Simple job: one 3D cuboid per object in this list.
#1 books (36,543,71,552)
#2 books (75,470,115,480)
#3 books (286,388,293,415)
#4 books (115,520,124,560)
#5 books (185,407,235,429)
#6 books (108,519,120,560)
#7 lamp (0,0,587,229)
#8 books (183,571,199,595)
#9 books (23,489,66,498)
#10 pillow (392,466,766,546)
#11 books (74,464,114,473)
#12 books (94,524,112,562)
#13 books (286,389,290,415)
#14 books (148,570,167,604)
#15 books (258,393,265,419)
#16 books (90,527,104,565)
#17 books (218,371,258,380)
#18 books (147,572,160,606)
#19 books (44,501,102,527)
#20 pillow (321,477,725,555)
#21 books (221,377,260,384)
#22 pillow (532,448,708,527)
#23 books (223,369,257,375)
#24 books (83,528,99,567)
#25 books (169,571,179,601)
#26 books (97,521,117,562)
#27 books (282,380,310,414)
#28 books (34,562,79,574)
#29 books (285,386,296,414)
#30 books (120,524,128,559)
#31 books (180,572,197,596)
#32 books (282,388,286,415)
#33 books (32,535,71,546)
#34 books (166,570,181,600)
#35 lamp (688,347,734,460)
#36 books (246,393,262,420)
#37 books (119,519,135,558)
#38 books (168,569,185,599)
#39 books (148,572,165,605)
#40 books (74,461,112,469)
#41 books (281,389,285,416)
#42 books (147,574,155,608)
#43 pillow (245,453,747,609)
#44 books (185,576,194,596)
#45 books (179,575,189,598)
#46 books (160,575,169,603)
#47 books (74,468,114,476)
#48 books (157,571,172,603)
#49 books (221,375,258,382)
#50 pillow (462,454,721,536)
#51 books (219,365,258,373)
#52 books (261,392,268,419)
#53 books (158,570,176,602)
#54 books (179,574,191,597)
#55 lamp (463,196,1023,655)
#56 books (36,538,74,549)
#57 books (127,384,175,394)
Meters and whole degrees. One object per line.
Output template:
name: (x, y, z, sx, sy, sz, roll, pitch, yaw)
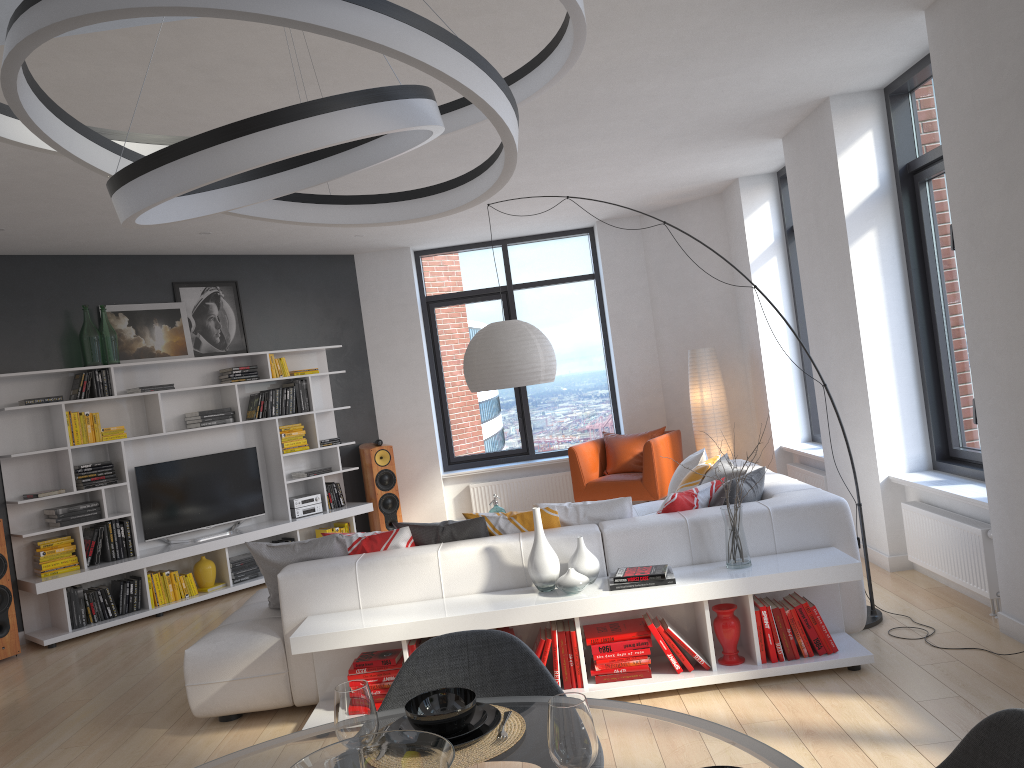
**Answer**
books: (-3.543, 1.256, 6.855, 0.238, 0.023, 0.167, -8, 1, -29)
books: (-3.340, 0.724, 7.074, 0.284, 0.030, 0.214, -8, 1, -36)
books: (-2.120, 0.166, 8.313, 0.084, 0.249, 0.191, -8, 1, -44)
books: (-3.207, 1.253, 7.154, 0.034, 0.315, 0.239, -8, 1, -44)
books: (-2.661, 0.300, 7.817, 0.277, 0.137, 0.343, -7, 1, 41)
books: (-3.229, 1.250, 7.133, 0.026, 0.326, 0.237, -8, 1, -44)
lamp: (-0.652, -2.499, 1.380, 1.000, 4.513, 1.000, -8, 1, 2)
books: (-2.689, 1.664, 7.424, 0.046, 0.193, 0.149, -8, 1, -44)
books: (-3.589, 0.843, 6.808, 0.266, 0.030, 0.209, -7, 1, 39)
pillow: (0.428, 0.807, 4.844, 2.120, 0.436, 0.608, -8, 1, -4)
books: (-3.360, 0.675, 7.092, 0.284, 0.030, 0.214, -8, 1, -36)
books: (-3.267, 1.270, 7.082, 0.028, 0.301, 0.213, -8, 1, -44)
books: (-2.139, 0.171, 8.278, 0.179, 0.243, 0.071, -7, 1, 45)
books: (-2.895, 1.658, 7.241, 0.038, 0.267, 0.202, -8, 1, -44)
books: (-2.331, 0.205, 8.109, 0.096, 0.234, 0.187, -8, 1, -44)
books: (-3.311, 1.280, 7.035, 0.210, 0.289, 0.100, -7, 1, 45)
books: (-2.483, -0.077, 8.047, 0.284, 0.030, 0.214, -8, 1, -41)
books: (-2.940, 1.662, 7.191, 0.048, 0.271, 0.213, -8, 1, -44)
books: (-3.451, 1.022, 6.965, 0.343, 0.137, 0.277, -8, 1, -44)
pillow: (0.107, 0.877, 4.840, 2.250, 0.449, 0.575, -8, 1, -2)
books: (-2.461, -0.029, 8.030, 0.284, 0.030, 0.214, -8, 1, -41)
pillow: (0.830, 0.742, 5.626, 0.580, 0.456, 2.156, -7, 1, 27)
books: (-2.466, -0.108, 8.030, 0.246, 0.026, 0.180, -8, 1, -42)
books: (-3.360, 1.290, 7.011, 0.142, 0.284, 0.232, -8, 1, -45)
books: (-2.810, 1.659, 7.292, 0.169, 0.240, 0.043, -7, 1, 44)
books: (-3.249, 1.259, 7.108, 0.034, 0.314, 0.237, -8, 1, -44)
books: (-2.051, 0.125, 8.425, 0.128, 0.321, 0.259, -8, 1, -44)
books: (-3.514, 1.414, 6.841, 0.269, 0.025, 0.213, -8, 1, -41)
books: (-2.097, 0.158, 8.337, 0.066, 0.260, 0.197, -8, 1, -44)
books: (-3.176, 1.269, 7.173, 0.028, 0.272, 0.200, -8, 1, -44)
books: (-2.699, 1.666, 7.401, 0.067, 0.193, 0.148, -8, 1, -43)
books: (-2.167, 0.170, 8.269, 0.192, 0.254, 0.075, -7, 1, 45)
books: (-3.564, 1.209, 6.868, 0.234, 0.024, 0.171, -8, 1, -40)
books: (-2.807, 1.660, 7.323, 0.171, 0.235, 0.043, -7, 1, 44)
lamp: (1.983, 0.421, 8.192, 0.502, 1.550, 0.804, -8, 1, -39)
books: (-2.352, 0.208, 8.082, 0.104, 0.234, 0.182, -8, 1, -44)
books: (-3.151, 1.254, 7.202, 0.051, 0.297, 0.230, -8, 1, -44)
books: (-2.791, 1.658, 7.352, 0.172, 0.235, 0.056, -7, 1, 45)
books: (-2.917, 1.665, 7.221, 0.066, 0.258, 0.198, -8, 1, -44)
books: (-3.344, 0.645, 7.073, 0.246, 0.026, 0.180, -8, 1, -37)
books: (-2.164, 0.178, 8.234, 0.069, 0.242, 0.172, -8, 1, -44)
books: (-2.953, 1.664, 7.149, 0.029, 0.270, 0.204, -8, 1, -44)
pillow: (0.011, 0.856, 5.172, 2.953, 0.453, 0.647, -8, 1, -12)
books: (-2.705, 1.680, 7.373, 0.113, 0.169, 0.049, -7, 1, 44)
books: (-2.748, 1.676, 7.359, 0.056, 0.188, 0.138, -8, 1, -44)
books: (-2.868, 1.674, 7.241, 0.156, 0.230, 0.042, -7, 1, 44)
books: (-3.346, 0.700, 7.075, 0.264, 0.020, 0.189, -8, 1, -41)
books: (-2.857, 1.659, 7.259, 0.041, 0.252, 0.180, -8, 1, -44)
books: (-2.468, -0.053, 8.031, 0.189, 0.020, 0.264, -7, 1, 44)
pillow: (0.634, 0.790, 5.378, 2.095, 0.440, 0.630, -8, 1, -42)
books: (-2.479, -0.133, 8.036, 0.209, 0.030, 0.266, -7, 1, 39)
books: (-2.299, 0.200, 8.121, 0.169, 0.233, 0.081, -7, 1, 45)
books: (-2.847, 1.658, 7.285, 0.185, 0.252, 0.055, -7, 1, 44)
books: (-2.728, 1.673, 7.368, 0.046, 0.187, 0.134, -8, 1, -45)
lamp: (1.092, 0.022, 4.960, 3.199, 2.647, 0.710, -7, 1, 37)
books: (-3.538, 1.230, 6.858, 0.234, 0.024, 0.171, -8, 1, -40)
books: (-3.039, 0.046, 7.453, 0.250, 0.047, 0.310, -7, 1, 41)
